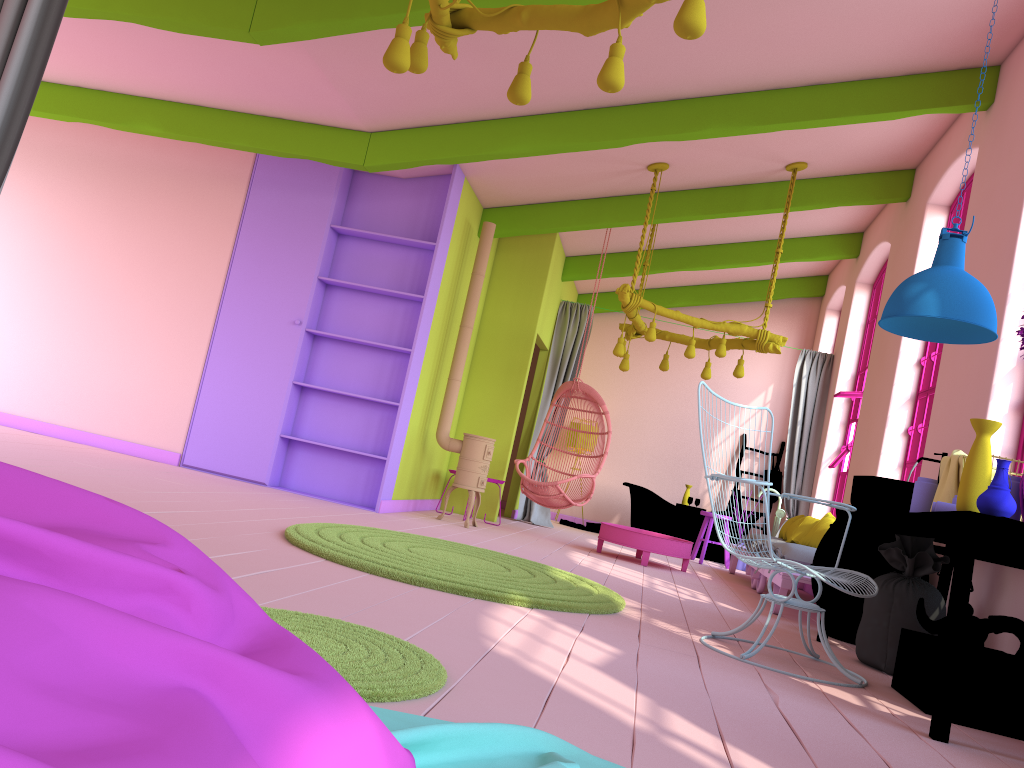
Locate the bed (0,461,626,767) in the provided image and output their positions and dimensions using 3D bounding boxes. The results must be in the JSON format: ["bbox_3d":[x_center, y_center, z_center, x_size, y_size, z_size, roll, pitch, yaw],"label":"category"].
[{"bbox_3d":[-1.152,0.177,0.537,2.801,0.513,3.581,11,-5,10],"label":"bed"}]

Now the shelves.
[{"bbox_3d":[-1.665,-0.579,7.821,1.841,3.101,0.385,12,-5,10],"label":"shelves"}]

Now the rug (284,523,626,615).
[{"bbox_3d":[-0.309,1.007,4.954,1.889,0.050,1.890,13,-5,-3],"label":"rug"}]

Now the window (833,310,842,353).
[{"bbox_3d":[4.031,0.280,11.169,0.072,3.044,1.276,12,-5,10],"label":"window"}]

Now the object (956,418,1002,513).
[{"bbox_3d":[1.849,0.335,3.520,0.116,0.382,0.116,14,-5,-16],"label":"object"}]

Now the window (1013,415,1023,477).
[{"bbox_3d":[3.010,-0.558,4.466,0.492,3.001,1.499,12,-5,10],"label":"window"}]

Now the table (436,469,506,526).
[{"bbox_3d":[-0.405,1.152,9.039,0.597,0.458,0.595,17,-7,-42],"label":"table"}]

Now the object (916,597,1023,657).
[{"bbox_3d":[2.030,1.211,3.965,0.300,0.447,0.672,14,-5,-14],"label":"object"}]

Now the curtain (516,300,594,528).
[{"bbox_3d":[0.511,0.309,10.791,0.519,2.783,0.525,13,-5,-9],"label":"curtain"}]

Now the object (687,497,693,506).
[{"bbox_3d":[2.254,1.518,11.252,0.069,0.170,0.069,10,-5,29],"label":"object"}]

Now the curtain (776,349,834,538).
[{"bbox_3d":[3.335,0.936,10.278,0.518,2.783,0.526,10,-5,29],"label":"curtain"}]

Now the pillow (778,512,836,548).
[{"bbox_3d":[2.727,1.341,7.969,0.577,0.399,2.000,11,-5,10],"label":"pillow"}]

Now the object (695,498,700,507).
[{"bbox_3d":[2.375,1.558,11.396,0.069,0.170,0.069,10,-5,29],"label":"object"}]

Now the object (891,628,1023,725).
[{"bbox_3d":[1.957,1.278,3.821,0.446,0.277,0.522,11,-5,10],"label":"object"}]

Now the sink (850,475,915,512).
[{"bbox_3d":[2.078,0.620,4.867,0.340,0.194,0.610,11,-5,10],"label":"sink"}]

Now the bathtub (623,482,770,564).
[{"bbox_3d":[2.288,1.820,11.411,1.888,0.739,0.827,11,-5,10],"label":"bathtub"}]

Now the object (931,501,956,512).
[{"bbox_3d":[1.939,0.567,3.936,0.137,0.076,0.076,9,-6,30],"label":"object"}]

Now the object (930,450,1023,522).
[{"bbox_3d":[2.233,0.505,4.170,0.444,0.369,0.634,11,-5,10],"label":"object"}]

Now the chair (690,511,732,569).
[{"bbox_3d":[2.303,1.795,10.284,0.473,0.592,0.446,14,-5,-21],"label":"chair"}]

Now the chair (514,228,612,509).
[{"bbox_3d":[0.707,-0.273,9.032,0.859,3.127,0.807,10,-5,30],"label":"chair"}]

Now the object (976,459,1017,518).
[{"bbox_3d":[1.821,0.393,3.315,0.132,0.219,0.132,10,-5,27],"label":"object"}]

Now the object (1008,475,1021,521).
[{"bbox_3d":[1.986,0.468,3.555,0.109,0.197,0.109,17,-6,-43],"label":"object"}]

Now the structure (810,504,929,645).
[{"bbox_3d":[2.271,1.227,5.645,0.719,0.844,0.718,14,-5,-23],"label":"structure"}]

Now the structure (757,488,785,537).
[{"bbox_3d":[3.283,1.863,11.234,0.254,1.060,0.451,16,-6,-36],"label":"structure"}]

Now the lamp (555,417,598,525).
[{"bbox_3d":[0.857,1.201,12.341,0.491,1.465,0.477,8,-6,40],"label":"lamp"}]

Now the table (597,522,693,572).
[{"bbox_3d":[1.246,1.542,8.381,0.884,0.285,0.887,9,-6,36],"label":"table"}]

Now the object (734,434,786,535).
[{"bbox_3d":[3.270,1.577,12.036,0.603,1.763,0.410,12,-5,10],"label":"object"}]

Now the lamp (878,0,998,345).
[{"bbox_3d":[2.261,-1.229,4.359,0.528,2.000,0.529,8,-6,41],"label":"lamp"}]

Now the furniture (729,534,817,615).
[{"bbox_3d":[2.475,1.652,7.888,0.907,0.506,3.781,11,-5,10],"label":"furniture"}]

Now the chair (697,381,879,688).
[{"bbox_3d":[1.340,0.696,4.272,0.924,1.237,1.080,8,-7,44],"label":"chair"}]

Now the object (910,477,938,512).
[{"bbox_3d":[2.034,0.564,4.374,0.109,0.197,0.109,12,-5,2],"label":"object"}]

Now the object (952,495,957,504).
[{"bbox_3d":[2.013,0.564,3.992,0.065,0.118,0.065,15,-6,-31],"label":"object"}]

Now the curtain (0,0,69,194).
[{"bbox_3d":[-1.869,-0.921,3.042,0.519,2.783,0.525,13,-5,-9],"label":"curtain"}]

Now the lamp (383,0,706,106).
[{"bbox_3d":[0.176,-2.167,3.285,1.611,2.262,1.776,13,-5,-8],"label":"lamp"}]

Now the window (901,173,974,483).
[{"bbox_3d":[3.376,-0.261,6.884,0.072,3.044,1.276,12,-5,10],"label":"window"}]

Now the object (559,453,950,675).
[{"bbox_3d":[1.630,0.982,8.569,2.825,1.578,7.875,11,-5,11],"label":"object"}]

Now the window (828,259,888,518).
[{"bbox_3d":[3.743,0.053,9.294,0.551,3.007,1.516,12,-5,10],"label":"window"}]

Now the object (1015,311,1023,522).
[{"bbox_3d":[2.159,0.110,3.443,0.441,0.950,0.502,15,-5,-30],"label":"object"}]

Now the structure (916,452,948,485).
[{"bbox_3d":[2.283,0.563,4.868,0.166,0.396,0.087,11,-5,19],"label":"structure"}]

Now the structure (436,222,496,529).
[{"bbox_3d":[-0.258,-0.091,8.304,0.576,2.812,0.404,10,-5,27],"label":"structure"}]

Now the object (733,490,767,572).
[{"bbox_3d":[2.784,1.721,10.568,0.278,0.986,0.451,16,-6,-36],"label":"object"}]

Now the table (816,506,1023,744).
[{"bbox_3d":[2.041,1.049,4.162,0.655,0.820,2.195,12,-5,10],"label":"table"}]

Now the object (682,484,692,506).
[{"bbox_3d":[2.249,1.459,11.428,0.097,0.320,0.097,11,-5,21],"label":"object"}]

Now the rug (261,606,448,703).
[{"bbox_3d":[-0.576,0.724,2.436,0.793,0.021,0.793,13,-5,-8],"label":"rug"}]

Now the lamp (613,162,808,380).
[{"bbox_3d":[1.682,-1.143,8.586,1.611,2.262,1.776,13,-5,-8],"label":"lamp"}]

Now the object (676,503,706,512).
[{"bbox_3d":[2.302,1.608,11.434,0.360,0.068,1.325,11,-5,10],"label":"object"}]
